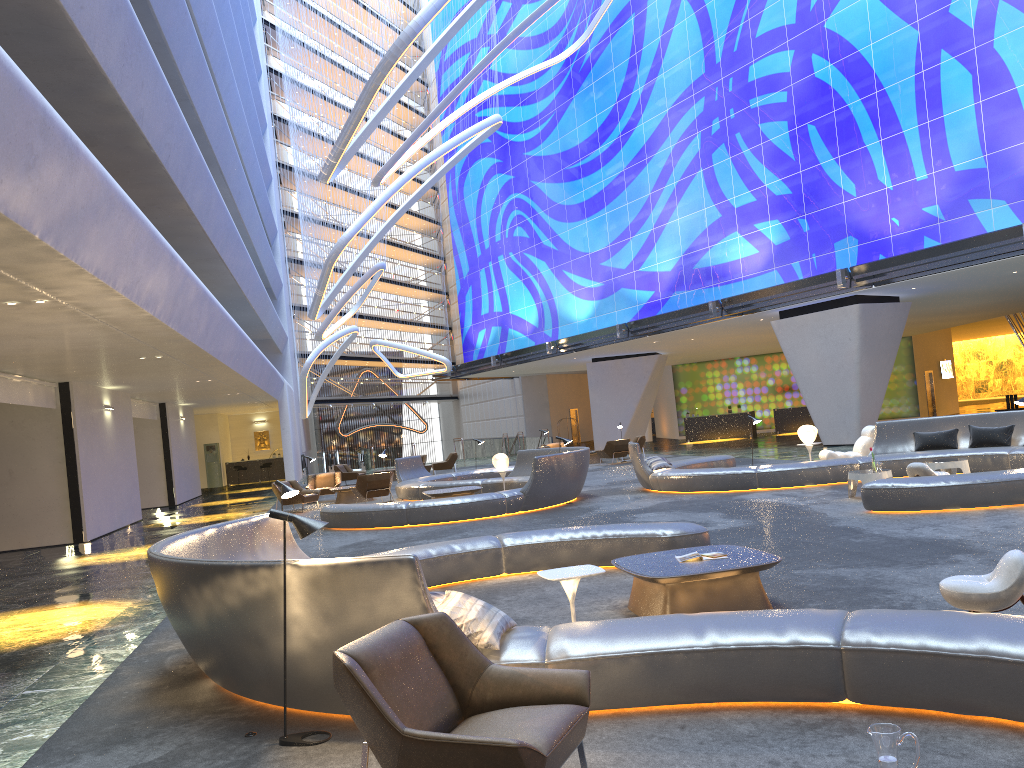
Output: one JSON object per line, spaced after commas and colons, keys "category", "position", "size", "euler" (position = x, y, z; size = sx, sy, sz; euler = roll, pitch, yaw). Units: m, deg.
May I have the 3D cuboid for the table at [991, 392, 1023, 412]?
{"category": "table", "position": [21.439, 0.794, 37.991], "size": [1.244, 0.726, 2.304], "euler": [-7, -3, 36]}

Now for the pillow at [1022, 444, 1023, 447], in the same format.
{"category": "pillow", "position": [8.620, 0.806, 14.275], "size": [0.315, 0.386, 0.786], "euler": [-5, -2, -20]}

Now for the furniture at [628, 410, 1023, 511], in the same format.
{"category": "furniture", "position": [5.816, 1.236, 15.703], "size": [5.180, 0.969, 9.944], "euler": [-5, -3, -19]}

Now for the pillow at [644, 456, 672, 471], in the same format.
{"category": "pillow", "position": [2.874, 1.577, 17.789], "size": [0.692, 0.262, 0.878], "euler": [-6, -2, -3]}

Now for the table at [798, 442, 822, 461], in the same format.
{"category": "table", "position": [6.079, 1.514, 18.080], "size": [0.417, 0.595, 0.428], "euler": [-5, -1, -37]}

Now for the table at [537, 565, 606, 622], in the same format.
{"category": "table", "position": [0.417, 1.552, 5.944], "size": [0.417, 0.595, 0.428], "euler": [-5, -1, -15]}

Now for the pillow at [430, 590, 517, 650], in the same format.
{"category": "pillow", "position": [-0.325, 1.348, 5.173], "size": [0.879, 0.262, 0.691], "euler": [-8, -3, 41]}

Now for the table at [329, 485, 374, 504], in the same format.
{"category": "table", "position": [-4.090, 2.848, 22.911], "size": [1.202, 0.392, 1.205], "euler": [-5, -2, -12]}

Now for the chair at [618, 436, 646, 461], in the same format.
{"category": "chair", "position": [4.010, 2.160, 29.794], "size": [0.938, 0.766, 0.930], "euler": [-6, -2, -3]}

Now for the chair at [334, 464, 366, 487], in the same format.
{"category": "chair", "position": [-5.653, 3.172, 30.976], "size": [0.939, 0.766, 0.929], "euler": [-6, -2, 13]}

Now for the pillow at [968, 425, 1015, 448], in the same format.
{"category": "pillow", "position": [8.121, 0.884, 15.053], "size": [0.281, 0.416, 0.760], "euler": [-5, -2, -43]}

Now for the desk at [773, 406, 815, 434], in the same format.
{"category": "desk", "position": [13.050, 1.483, 38.708], "size": [2.981, 1.097, 0.813], "euler": [-7, -2, 25]}

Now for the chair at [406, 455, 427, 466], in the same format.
{"category": "chair", "position": [-3.643, 3.058, 32.952], "size": [0.930, 0.766, 0.938], "euler": [-6, -2, 16]}

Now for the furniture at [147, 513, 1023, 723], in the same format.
{"category": "furniture", "position": [0.403, 1.314, 5.082], "size": [5.181, 0.969, 9.942], "euler": [-5, -3, -15]}

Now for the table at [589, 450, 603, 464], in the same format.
{"category": "table", "position": [2.499, 2.498, 29.962], "size": [1.202, 0.392, 1.205], "euler": [-5, -2, -11]}

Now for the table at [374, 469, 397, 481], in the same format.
{"category": "table", "position": [-4.271, 3.240, 31.548], "size": [1.203, 0.392, 1.203], "euler": [-6, -2, 7]}

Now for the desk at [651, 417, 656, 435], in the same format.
{"category": "desk", "position": [8.352, 2.671, 55.345], "size": [2.982, 1.097, 0.813], "euler": [-7, -2, 27]}

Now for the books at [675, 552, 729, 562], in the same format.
{"category": "books", "position": [1.539, 1.394, 7.216], "size": [0.395, 0.039, 0.301], "euler": [-6, -2, 3]}

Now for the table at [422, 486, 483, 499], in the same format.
{"category": "table", "position": [-1.200, 2.351, 18.060], "size": [1.202, 0.392, 1.205], "euler": [-5, -2, -11]}

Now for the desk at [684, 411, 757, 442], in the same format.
{"category": "desk", "position": [9.241, 1.890, 39.354], "size": [2.982, 1.097, 0.813], "euler": [-7, -2, 27]}

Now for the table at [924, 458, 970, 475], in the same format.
{"category": "table", "position": [6.628, 1.379, 13.623], "size": [0.674, 0.406, 0.671], "euler": [-6, -2, 8]}

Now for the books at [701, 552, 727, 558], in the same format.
{"category": "books", "position": [1.639, 1.390, 7.195], "size": [0.133, 0.012, 0.189], "euler": [-5, -3, -22]}

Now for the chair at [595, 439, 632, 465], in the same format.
{"category": "chair", "position": [3.276, 2.166, 28.241], "size": [0.928, 0.766, 0.940], "euler": [-5, -2, -28]}

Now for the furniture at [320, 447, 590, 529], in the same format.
{"category": "furniture", "position": [-0.746, 2.083, 20.179], "size": [5.187, 0.969, 9.931], "euler": [-6, -2, 5]}

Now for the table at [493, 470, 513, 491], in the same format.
{"category": "table", "position": [-0.166, 2.189, 19.332], "size": [0.417, 0.595, 0.428], "euler": [-5, -1, -12]}

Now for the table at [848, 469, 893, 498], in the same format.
{"category": "table", "position": [5.226, 1.494, 13.060], "size": [0.672, 0.406, 0.672], "euler": [-7, -3, 41]}

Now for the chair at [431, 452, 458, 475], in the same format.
{"category": "chair", "position": [-2.411, 2.884, 31.763], "size": [0.938, 0.766, 0.930], "euler": [-5, -2, -9]}

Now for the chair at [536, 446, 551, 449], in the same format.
{"category": "chair", "position": [1.346, 2.371, 28.551], "size": [0.940, 0.766, 0.929], "euler": [-6, -2, 22]}

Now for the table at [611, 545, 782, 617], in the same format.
{"category": "table", "position": [1.479, 1.613, 7.159], "size": [1.202, 0.392, 1.205], "euler": [-5, -2, -11]}

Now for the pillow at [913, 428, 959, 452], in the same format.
{"category": "pillow", "position": [7.436, 0.997, 15.557], "size": [0.770, 0.368, 0.295], "euler": [-7, -2, 33]}

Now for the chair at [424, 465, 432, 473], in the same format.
{"category": "chair", "position": [-3.316, 2.898, 30.021], "size": [0.931, 0.766, 0.937], "euler": [-7, -2, 40]}
